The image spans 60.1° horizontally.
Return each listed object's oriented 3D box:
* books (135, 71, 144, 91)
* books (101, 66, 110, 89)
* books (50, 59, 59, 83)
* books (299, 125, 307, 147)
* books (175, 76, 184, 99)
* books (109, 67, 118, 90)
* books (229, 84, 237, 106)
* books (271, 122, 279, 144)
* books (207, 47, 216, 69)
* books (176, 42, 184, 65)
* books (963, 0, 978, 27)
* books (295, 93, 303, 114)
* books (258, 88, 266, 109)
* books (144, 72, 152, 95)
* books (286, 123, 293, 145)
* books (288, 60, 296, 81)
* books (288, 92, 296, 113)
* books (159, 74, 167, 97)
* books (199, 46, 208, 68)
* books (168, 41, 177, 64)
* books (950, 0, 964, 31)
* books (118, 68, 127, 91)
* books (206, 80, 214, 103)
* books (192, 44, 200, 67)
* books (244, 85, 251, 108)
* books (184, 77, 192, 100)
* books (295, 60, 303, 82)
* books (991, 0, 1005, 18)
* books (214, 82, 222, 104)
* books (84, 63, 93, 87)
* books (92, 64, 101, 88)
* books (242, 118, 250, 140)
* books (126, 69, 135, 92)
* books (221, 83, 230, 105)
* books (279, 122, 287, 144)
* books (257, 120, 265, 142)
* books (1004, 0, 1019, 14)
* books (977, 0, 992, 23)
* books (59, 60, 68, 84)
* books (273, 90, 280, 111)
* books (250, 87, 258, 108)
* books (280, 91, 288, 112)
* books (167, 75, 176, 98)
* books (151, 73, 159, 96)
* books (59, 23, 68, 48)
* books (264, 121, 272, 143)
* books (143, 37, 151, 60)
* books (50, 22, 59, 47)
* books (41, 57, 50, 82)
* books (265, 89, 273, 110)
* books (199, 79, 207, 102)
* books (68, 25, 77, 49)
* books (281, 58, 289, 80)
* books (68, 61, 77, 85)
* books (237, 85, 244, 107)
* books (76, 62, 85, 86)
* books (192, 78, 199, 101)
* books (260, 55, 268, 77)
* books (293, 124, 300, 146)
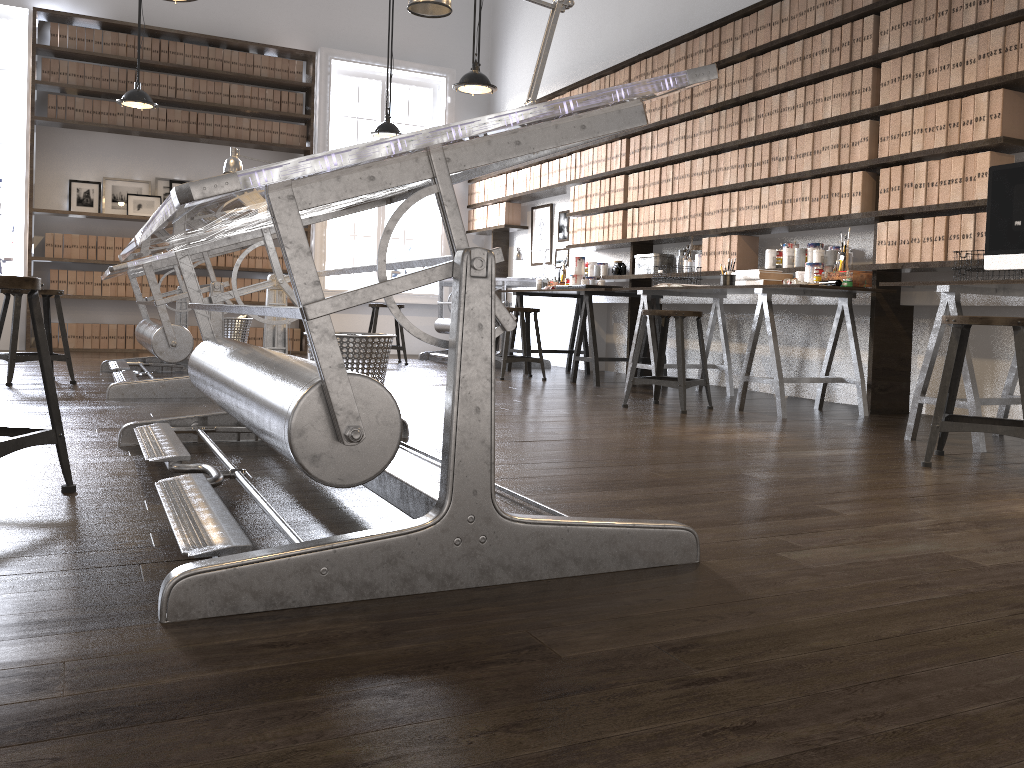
[{"bbox_3d":[-3.471,-2.782,8.250,0.066,0.225,0.175,1,3,-26],"label":"books"},{"bbox_3d":[-3.732,-2.781,8.123,0.066,0.225,0.175,1,3,-26],"label":"books"},{"bbox_3d":[-4.101,-2.780,7.943,0.066,0.225,0.175,1,3,-26],"label":"books"},{"bbox_3d":[-2.122,-2.477,8.918,0.066,0.225,0.175,1,3,-26],"label":"books"},{"bbox_3d":[-3.155,-2.783,8.398,0.067,0.225,0.175,1,3,-26],"label":"books"},{"bbox_3d":[-3.667,-2.781,8.150,0.066,0.225,0.175,1,3,-26],"label":"books"},{"bbox_3d":[-2.721,-2.785,8.611,0.066,0.225,0.175,1,3,-26],"label":"books"},{"bbox_3d":[-2.365,-2.476,8.797,0.066,0.225,0.175,1,3,-26],"label":"books"},{"bbox_3d":[-2.894,-3.103,8.514,0.066,0.225,0.175,1,3,-26],"label":"books"},{"bbox_3d":[-3.150,-3.101,8.385,0.066,0.225,0.175,1,3,-26],"label":"books"},{"bbox_3d":[2.222,-1.783,4.184,0.174,0.225,0.067,1,2,-26],"label":"books"},{"bbox_3d":[-2.150,-2.788,8.889,0.066,0.225,0.175,1,3,-26],"label":"books"},{"bbox_3d":[-2.481,-2.787,8.731,0.066,0.225,0.175,1,3,-26],"label":"books"},{"bbox_3d":[-3.411,-2.783,8.277,0.066,0.225,0.175,1,3,-26],"label":"books"},{"bbox_3d":[-2.239,-2.476,8.855,0.067,0.225,0.175,1,3,-26],"label":"books"},{"bbox_3d":[-2.213,-3.106,8.847,0.066,0.225,0.175,1,3,-26],"label":"books"},{"bbox_3d":[-2.219,-2.788,8.858,0.066,0.225,0.175,1,3,-26],"label":"books"},{"bbox_3d":[-3.287,-2.783,8.332,0.066,0.225,0.175,1,3,-26],"label":"books"},{"bbox_3d":[-2.962,-3.102,8.482,0.066,0.225,0.175,1,3,-26],"label":"books"},{"bbox_3d":[-3.212,-3.101,8.362,0.066,0.225,0.175,1,3,-26],"label":"books"},{"bbox_3d":[2.195,-1.789,4.250,0.174,0.225,0.067,1,2,-26],"label":"books"},{"bbox_3d":[-3.605,-2.782,8.185,0.066,0.225,0.175,1,3,-26],"label":"books"},{"bbox_3d":[-2.913,-2.785,8.522,0.066,0.225,0.175,1,3,-26],"label":"books"},{"bbox_3d":[-3.026,-3.102,8.453,0.066,0.225,0.175,1,3,-26],"label":"books"},{"bbox_3d":[-2.602,-2.786,8.665,0.067,0.225,0.175,1,3,-26],"label":"books"},{"bbox_3d":[-3.091,-2.784,8.431,0.066,0.225,0.175,1,3,-26],"label":"books"},{"bbox_3d":[-2.148,-3.105,8.874,0.066,0.225,0.175,1,3,-26],"label":"books"},{"bbox_3d":[2.288,-1.770,4.058,0.174,0.225,0.067,1,2,-26],"label":"books"},{"bbox_3d":[-2.850,-2.785,8.550,0.066,0.225,0.175,1,3,-26],"label":"books"},{"bbox_3d":[-3.854,-2.780,8.057,0.067,0.225,0.175,1,3,-26],"label":"books"},{"bbox_3d":[-3.796,-2.781,8.092,0.066,0.225,0.175,1,3,-26],"label":"books"},{"bbox_3d":[-2.619,-2.475,8.674,0.066,0.225,0.175,1,3,-26],"label":"books"},{"bbox_3d":[-3.535,-2.782,8.213,0.067,0.225,0.175,1,3,-26],"label":"books"},{"bbox_3d":[-2.785,-2.785,8.578,0.067,0.225,0.175,1,3,-26],"label":"books"},{"bbox_3d":[-2.299,-2.476,8.826,0.066,0.225,0.175,1,3,-26],"label":"books"},{"bbox_3d":[-2.492,-2.475,8.738,0.066,0.225,0.175,1,3,-26],"label":"books"},{"bbox_3d":[2.312,-1.764,3.995,0.174,0.225,0.067,1,2,-26],"label":"books"},{"bbox_3d":[2.257,-1.776,4.122,0.174,0.225,0.067,1,2,-26],"label":"books"},{"bbox_3d":[-4.036,-2.780,7.970,0.067,0.225,0.175,1,3,-26],"label":"books"},{"bbox_3d":[-2.353,-2.787,8.793,0.066,0.225,0.175,1,3,-26],"label":"books"},{"bbox_3d":[-2.544,-2.786,8.700,0.066,0.225,0.175,1,3,-26],"label":"books"},{"bbox_3d":[-2.283,-2.787,8.821,0.067,0.225,0.175,1,3,-26],"label":"books"},{"bbox_3d":[-3.223,-2.783,8.367,0.066,0.225,0.175,1,3,-26],"label":"books"},{"bbox_3d":[-3.352,-2.782,8.300,0.067,0.225,0.175,1,3,-26],"label":"books"},{"bbox_3d":[-4.031,-3.097,7.957,0.066,0.225,0.175,1,3,-26],"label":"books"},{"bbox_3d":[-2.430,-2.476,8.770,0.066,0.225,0.175,1,3,-26],"label":"books"},{"bbox_3d":[-3.408,-3.100,8.262,0.066,0.225,0.175,1,3,-26],"label":"books"},{"bbox_3d":[-4.096,-3.097,7.925,0.067,0.225,0.175,1,3,-26],"label":"books"},{"bbox_3d":[-4.165,-2.780,7.914,0.066,0.225,0.175,1,3,-26],"label":"books"},{"bbox_3d":[-2.415,-2.787,8.758,0.066,0.225,0.175,1,3,-26],"label":"books"},{"bbox_3d":[-2.973,-2.784,8.485,0.067,0.225,0.175,1,3,-26],"label":"books"},{"bbox_3d":[-3.968,-3.098,7.991,0.066,0.225,0.175,1,3,-26],"label":"books"},{"bbox_3d":[-2.277,-3.105,8.816,0.066,0.225,0.175,1,3,-26],"label":"books"},{"bbox_3d":[-3.972,-2.780,8.003,0.066,0.225,0.175,1,3,-26],"label":"books"},{"bbox_3d":[-2.665,-2.786,8.640,0.066,0.225,0.175,1,3,-26],"label":"books"},{"bbox_3d":[-3.916,-2.781,8.032,0.066,0.225,0.175,1,3,-26],"label":"books"},{"bbox_3d":[-3.035,-2.784,8.460,0.066,0.225,0.175,1,3,-26],"label":"books"},{"bbox_3d":[-2.453,-3.104,8.727,0.066,0.225,0.175,1,3,-26],"label":"books"},{"bbox_3d":[-2.184,-2.477,8.886,0.066,0.225,0.175,1,3,-26],"label":"books"}]
